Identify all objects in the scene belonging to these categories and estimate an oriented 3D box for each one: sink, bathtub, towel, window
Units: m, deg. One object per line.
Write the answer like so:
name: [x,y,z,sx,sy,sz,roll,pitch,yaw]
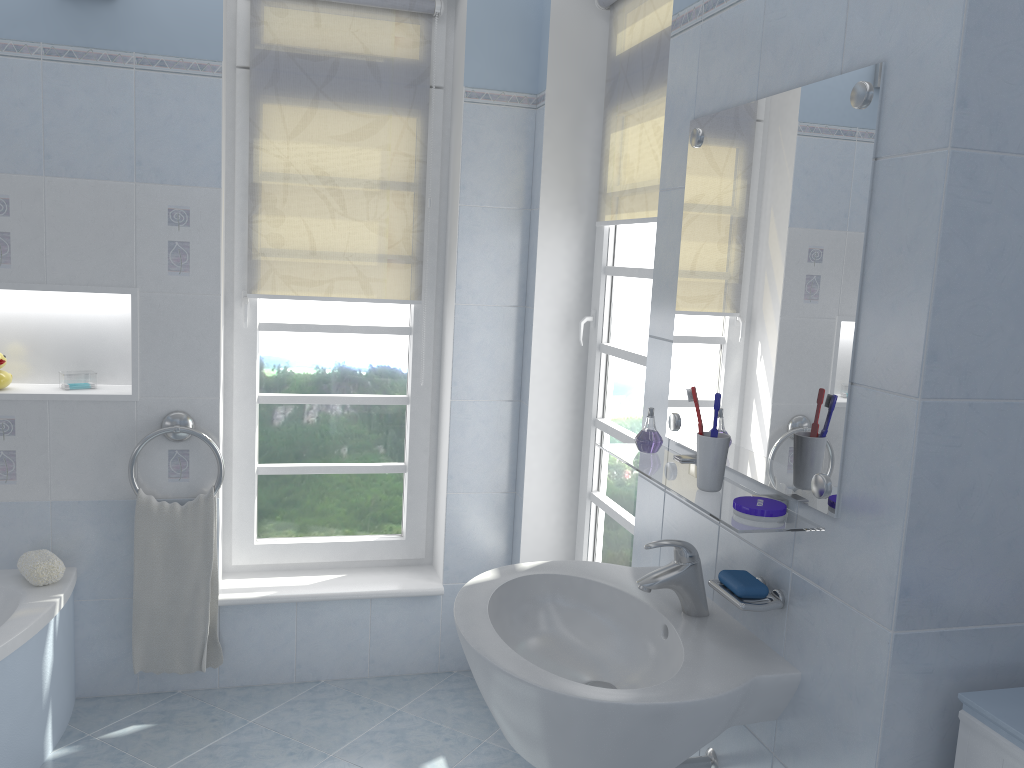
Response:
sink: [0.156,0.532,1.654,0.533,0.489,0.634,1,8,-15]
bathtub: [-1.963,0.820,1.918,1.596,0.670,1.578,1,8,-15]
towel: [-1.082,0.640,2.879,0.280,0.635,0.083,1,8,-15]
window: [0.404,-0.213,2.590,0.142,2.067,0.963,1,8,-15]
window: [-0.614,-0.341,3.121,0.758,2.067,0.142,1,8,-15]

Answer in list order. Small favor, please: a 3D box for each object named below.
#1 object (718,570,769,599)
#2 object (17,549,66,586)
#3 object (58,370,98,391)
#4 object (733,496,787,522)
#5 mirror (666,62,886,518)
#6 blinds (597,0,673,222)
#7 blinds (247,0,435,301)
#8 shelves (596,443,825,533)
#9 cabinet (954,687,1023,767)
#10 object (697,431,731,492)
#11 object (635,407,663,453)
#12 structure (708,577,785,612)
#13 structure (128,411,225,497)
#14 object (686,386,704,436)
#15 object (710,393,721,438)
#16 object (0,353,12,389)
object: [0.401,0.347,1.541,0.060,0.027,0.090,1,8,-13]
object: [-1.441,0.561,2.714,0.105,0.077,0.165,-5,11,-43]
object: [-1.400,-0.012,2.862,0.102,0.053,0.072,-4,10,-40]
object: [0.396,0.200,1.420,0.083,0.020,0.083,2,8,-8]
mirror: [0.437,-0.174,1.623,0.012,0.680,0.620,1,8,-15]
blinds: [0.380,-0.826,2.492,0.046,0.732,0.800,1,8,-15]
blinds: [-0.579,-0.796,3.000,0.598,1.032,0.046,1,8,-15]
shelves: [0.342,0.193,1.653,0.170,0.045,0.620,1,8,-15]
cabinet: [0.868,0.953,0.966,0.389,0.921,0.819,1,8,-15]
object: [0.350,0.138,1.559,0.058,0.100,0.058,2,8,-8]
object: [0.288,0.096,1.857,0.059,0.094,0.059,-4,11,-43]
structure: [0.410,0.365,1.545,0.092,0.034,0.124,1,8,-15]
structure: [-1.073,0.255,2.844,0.291,0.332,0.051,1,8,-15]
object: [0.326,0.093,1.566,0.050,0.178,0.012,7,9,24]
object: [0.349,0.099,1.538,0.012,0.175,0.054,4,8,10]
object: [-1.619,-0.045,2.765,0.132,0.122,0.095,10,10,39]
